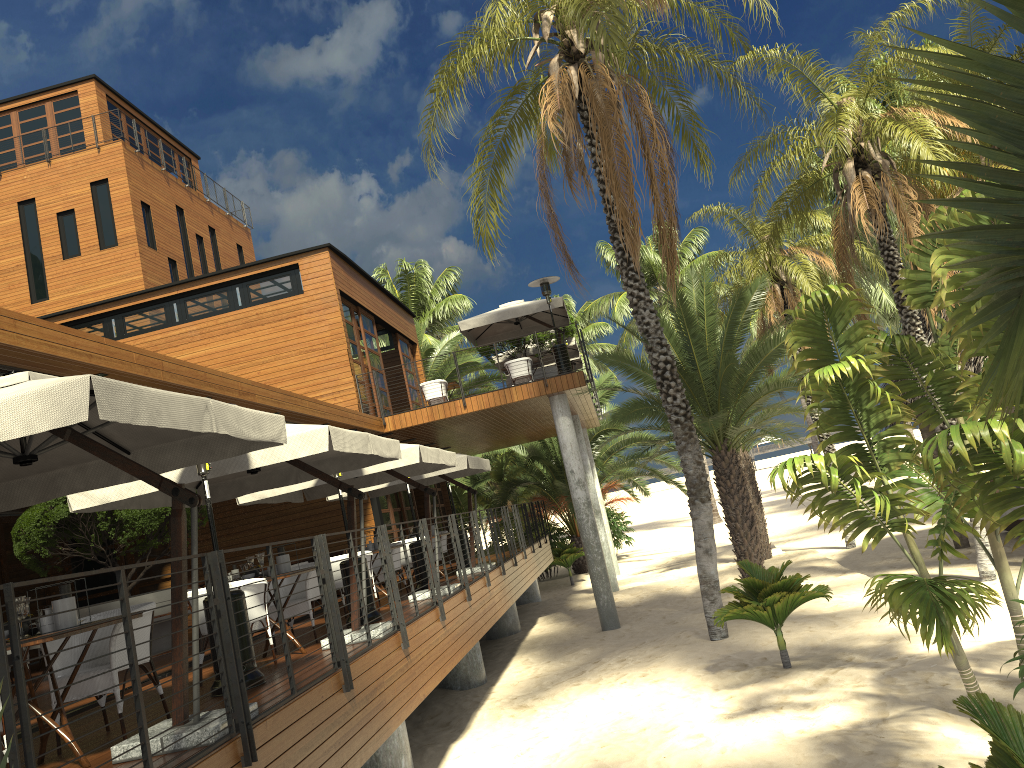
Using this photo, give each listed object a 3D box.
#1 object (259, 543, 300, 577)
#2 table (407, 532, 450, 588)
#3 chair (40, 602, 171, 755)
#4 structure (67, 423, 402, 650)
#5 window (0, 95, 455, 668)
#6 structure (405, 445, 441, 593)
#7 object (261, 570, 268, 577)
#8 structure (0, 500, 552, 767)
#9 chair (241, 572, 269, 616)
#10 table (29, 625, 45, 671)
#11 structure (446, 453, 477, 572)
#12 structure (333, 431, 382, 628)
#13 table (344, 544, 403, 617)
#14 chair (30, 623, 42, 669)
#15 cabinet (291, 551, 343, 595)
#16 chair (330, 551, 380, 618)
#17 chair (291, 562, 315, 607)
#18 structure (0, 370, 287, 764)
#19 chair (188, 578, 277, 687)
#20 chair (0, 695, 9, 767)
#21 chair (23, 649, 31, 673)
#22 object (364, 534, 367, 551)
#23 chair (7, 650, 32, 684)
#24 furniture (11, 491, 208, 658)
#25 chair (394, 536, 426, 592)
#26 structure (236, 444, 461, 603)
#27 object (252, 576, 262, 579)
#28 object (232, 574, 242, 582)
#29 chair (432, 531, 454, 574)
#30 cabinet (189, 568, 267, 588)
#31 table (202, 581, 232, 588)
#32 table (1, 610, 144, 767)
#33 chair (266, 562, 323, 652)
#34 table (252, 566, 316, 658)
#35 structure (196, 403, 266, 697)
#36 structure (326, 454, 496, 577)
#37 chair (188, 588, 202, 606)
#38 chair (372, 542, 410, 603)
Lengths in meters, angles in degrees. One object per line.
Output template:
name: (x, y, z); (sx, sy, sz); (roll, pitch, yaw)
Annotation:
object: (-2.230, 1.688, 8.488); (0.264, 0.265, 0.262); (-6, -11, -39)
table: (-1.484, 2.999, 15.070); (0.931, 0.751, 0.929); (-13, -8, 5)
chair: (-2.632, 1.895, 5.810); (0.627, 0.790, 0.615); (-14, -9, 6)
structure: (-2.392, 1.442, 8.564); (2.412, 2.339, 2.408); (-13, -9, 5)
window: (-9.141, -3.503, 20.014); (14.502, 18.014, 38.274); (-10, -9, -17)
structure: (-1.491, 2.011, 13.425); (0.699, 2.198, 0.697); (-11, -9, -7)
object: (-2.389, 1.851, 8.665); (0.116, 0.065, 0.115); (-13, -8, 4)
structure: (-0.632, 2.413, 12.632); (0.163, 1.156, 26.204); (-13, -8, 5)
chair: (-4.099, 3.460, 14.346); (0.628, 0.790, 0.614); (-6, -11, -38)
table: (-7.640, 4.358, 14.937); (1.165, 0.751, 1.163); (-14, -8, 8)
structure: (-1.086, 2.398, 16.717); (0.699, 2.198, 0.697); (-11, -9, -7)
structure: (-1.895, 1.626, 10.140); (0.699, 2.198, 0.697); (-11, -9, -7)
table: (-1.895, 2.607, 11.730); (0.931, 0.751, 0.929); (-13, -8, 5)
chair: (-8.095, 4.537, 15.604); (0.628, 0.790, 0.614); (-8, -10, -28)
cabinet: (-3.852, 3.819, 17.348); (1.610, 0.840, 0.556); (-13, -9, 5)
chair: (-2.016, 2.512, 11.019); (0.627, 0.790, 0.615); (-14, -9, 6)
chair: (-3.824, 3.564, 15.487); (0.617, 0.790, 0.625); (-6, -11, -38)
structure: (-2.801, 1.053, 5.242); (2.412, 2.339, 2.408); (-13, -9, 5)
chair: (-2.429, 2.118, 7.658); (0.627, 0.790, 0.615); (-14, -9, 6)
chair: (-2.844, 1.722, 4.284); (0.627, 0.790, 0.615); (-14, -9, 6)
chair: (-8.232, 4.394, 14.403); (0.617, 0.790, 0.625); (-6, -11, -38)
object: (-1.917, 2.078, 11.563); (0.082, 0.227, 0.082); (-14, -9, 6)
chair: (-7.272, 3.930, 12.684); (0.626, 0.790, 0.616); (-17, -10, 26)
furniture: (-5.730, 2.640, 12.934); (2.617, 2.730, 2.686); (-12, -9, -4)
chair: (-1.602, 2.906, 14.379); (0.627, 0.790, 0.615); (-14, -9, 6)
structure: (-1.984, 1.832, 11.885); (2.412, 2.339, 2.408); (-13, -9, 5)
object: (-2.430, 1.804, 8.131); (0.294, 0.025, 0.170); (-13, -8, 5)
object: (-2.573, 1.827, 8.288); (0.086, 0.086, 0.086); (-14, -9, 10)
chair: (-1.390, 3.080, 15.905); (0.627, 0.790, 0.615); (-14, -9, 6)
cabinet: (-5.424, 4.191, 17.490); (1.610, 0.840, 0.556); (-13, -9, 5)
table: (-4.621, 3.691, 15.005); (1.165, 0.751, 1.163); (-14, -8, 10)
table: (-2.714, 1.825, 5.069); (0.931, 0.751, 0.929); (-13, -8, 5)
chair: (-2.210, 2.298, 9.242); (0.627, 0.790, 0.615); (-14, -9, 6)
table: (-2.305, 2.216, 8.400); (0.931, 0.751, 0.929); (-13, -8, 5)
structure: (-2.298, 1.242, 6.864); (0.699, 2.198, 0.697); (-11, -9, -7)
structure: (-1.575, 2.222, 15.206); (2.412, 2.339, 2.408); (-13, -9, 5)
chair: (-5.307, 3.745, 14.445); (0.617, 0.790, 0.625); (-6, -11, -38)
chair: (-1.804, 2.685, 12.544); (0.627, 0.790, 0.615); (-14, -9, 6)
